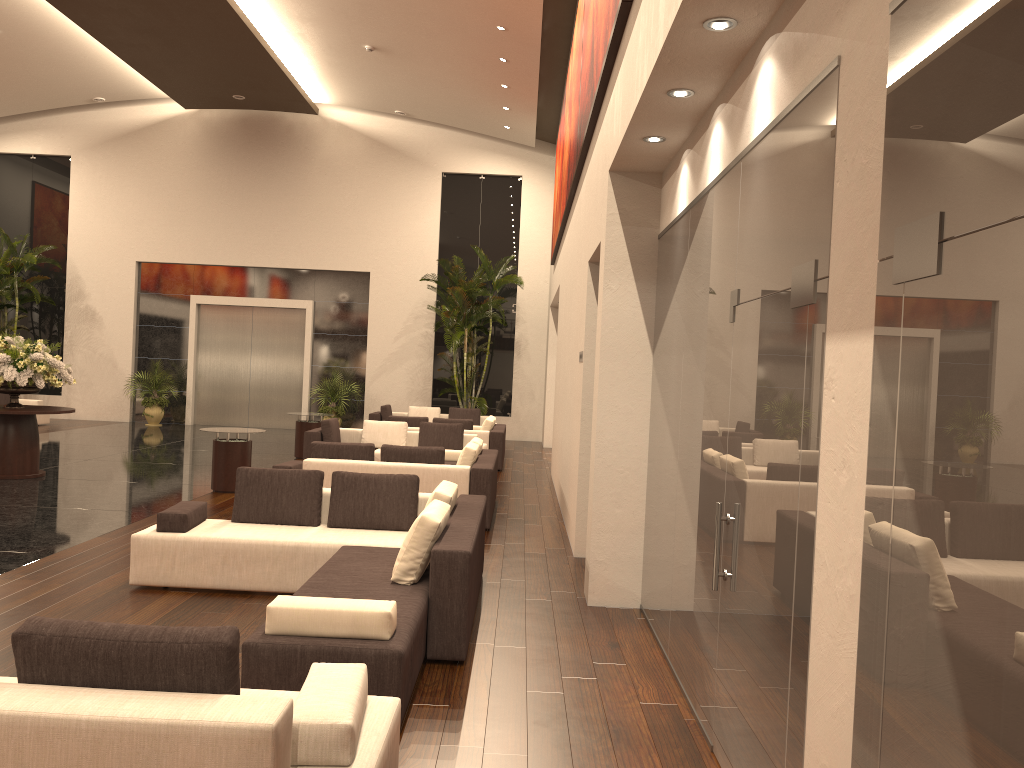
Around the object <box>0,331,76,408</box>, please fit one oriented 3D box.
[{"bbox_3d":[-6.687,-0.224,11.982,1.453,1.097,1.402,2,1,-43],"label":"object"}]

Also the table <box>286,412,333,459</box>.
[{"bbox_3d":[-3.633,0.933,15.887,0.833,0.795,0.844,2,1,-38],"label":"table"}]

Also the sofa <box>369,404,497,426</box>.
[{"bbox_3d":[-1.678,0.939,19.478,2.846,0.862,1.291,3,1,1],"label":"sofa"}]

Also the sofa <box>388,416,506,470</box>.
[{"bbox_3d":[-1.418,0.990,16.857,2.586,0.862,3.366,3,1,1],"label":"sofa"}]

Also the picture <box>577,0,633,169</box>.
[{"bbox_3d":[0.793,-3.646,7.696,0.070,2.526,4.515,3,1,1],"label":"picture"}]

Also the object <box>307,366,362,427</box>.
[{"bbox_3d":[-4.353,0.374,21.496,1.297,1.682,1.373,3,1,39],"label":"object"}]

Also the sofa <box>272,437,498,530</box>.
[{"bbox_3d":[-1.483,1.072,11.185,2.586,0.862,3.366,3,1,1],"label":"sofa"}]

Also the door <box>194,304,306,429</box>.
[{"bbox_3d":[-6.592,-0.430,22.381,2.767,3.048,0.040,3,1,1],"label":"door"}]

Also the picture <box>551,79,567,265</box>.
[{"bbox_3d":[0.896,-3.776,16.734,0.070,2.526,4.515,3,1,1],"label":"picture"}]

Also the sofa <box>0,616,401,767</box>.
[{"bbox_3d":[-1.863,1.172,3.229,2.846,0.862,1.291,3,1,1],"label":"sofa"}]

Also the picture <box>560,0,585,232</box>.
[{"bbox_3d":[0.845,-3.711,12.213,0.070,2.526,4.515,3,1,1],"label":"picture"}]

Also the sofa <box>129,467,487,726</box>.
[{"bbox_3d":[-1.526,1.149,5.835,2.586,0.862,3.366,3,1,1],"label":"sofa"}]

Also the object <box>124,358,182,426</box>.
[{"bbox_3d":[-8.680,0.170,21.595,1.297,1.682,1.373,3,1,34],"label":"object"}]

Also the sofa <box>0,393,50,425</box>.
[{"bbox_3d":[-11.002,0.510,18.979,1.291,0.862,2.846,3,1,1],"label":"sofa"}]

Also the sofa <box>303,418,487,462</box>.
[{"bbox_3d":[-1.742,1.020,13.806,2.846,0.862,1.291,3,1,1],"label":"sofa"}]

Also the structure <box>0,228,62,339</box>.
[{"bbox_3d":[-12.166,-1.453,21.195,2.436,4.611,2.531,2,1,-28],"label":"structure"}]

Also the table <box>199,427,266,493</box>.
[{"bbox_3d":[-3.654,0.996,11.565,0.833,0.795,0.844,2,1,-38],"label":"table"}]

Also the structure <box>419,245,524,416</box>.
[{"bbox_3d":[-0.952,-0.924,20.932,2.436,4.611,2.531,2,1,-28],"label":"structure"}]

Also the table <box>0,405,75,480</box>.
[{"bbox_3d":[-6.760,0.782,11.999,1.498,0.921,1.498,3,1,-8],"label":"table"}]
